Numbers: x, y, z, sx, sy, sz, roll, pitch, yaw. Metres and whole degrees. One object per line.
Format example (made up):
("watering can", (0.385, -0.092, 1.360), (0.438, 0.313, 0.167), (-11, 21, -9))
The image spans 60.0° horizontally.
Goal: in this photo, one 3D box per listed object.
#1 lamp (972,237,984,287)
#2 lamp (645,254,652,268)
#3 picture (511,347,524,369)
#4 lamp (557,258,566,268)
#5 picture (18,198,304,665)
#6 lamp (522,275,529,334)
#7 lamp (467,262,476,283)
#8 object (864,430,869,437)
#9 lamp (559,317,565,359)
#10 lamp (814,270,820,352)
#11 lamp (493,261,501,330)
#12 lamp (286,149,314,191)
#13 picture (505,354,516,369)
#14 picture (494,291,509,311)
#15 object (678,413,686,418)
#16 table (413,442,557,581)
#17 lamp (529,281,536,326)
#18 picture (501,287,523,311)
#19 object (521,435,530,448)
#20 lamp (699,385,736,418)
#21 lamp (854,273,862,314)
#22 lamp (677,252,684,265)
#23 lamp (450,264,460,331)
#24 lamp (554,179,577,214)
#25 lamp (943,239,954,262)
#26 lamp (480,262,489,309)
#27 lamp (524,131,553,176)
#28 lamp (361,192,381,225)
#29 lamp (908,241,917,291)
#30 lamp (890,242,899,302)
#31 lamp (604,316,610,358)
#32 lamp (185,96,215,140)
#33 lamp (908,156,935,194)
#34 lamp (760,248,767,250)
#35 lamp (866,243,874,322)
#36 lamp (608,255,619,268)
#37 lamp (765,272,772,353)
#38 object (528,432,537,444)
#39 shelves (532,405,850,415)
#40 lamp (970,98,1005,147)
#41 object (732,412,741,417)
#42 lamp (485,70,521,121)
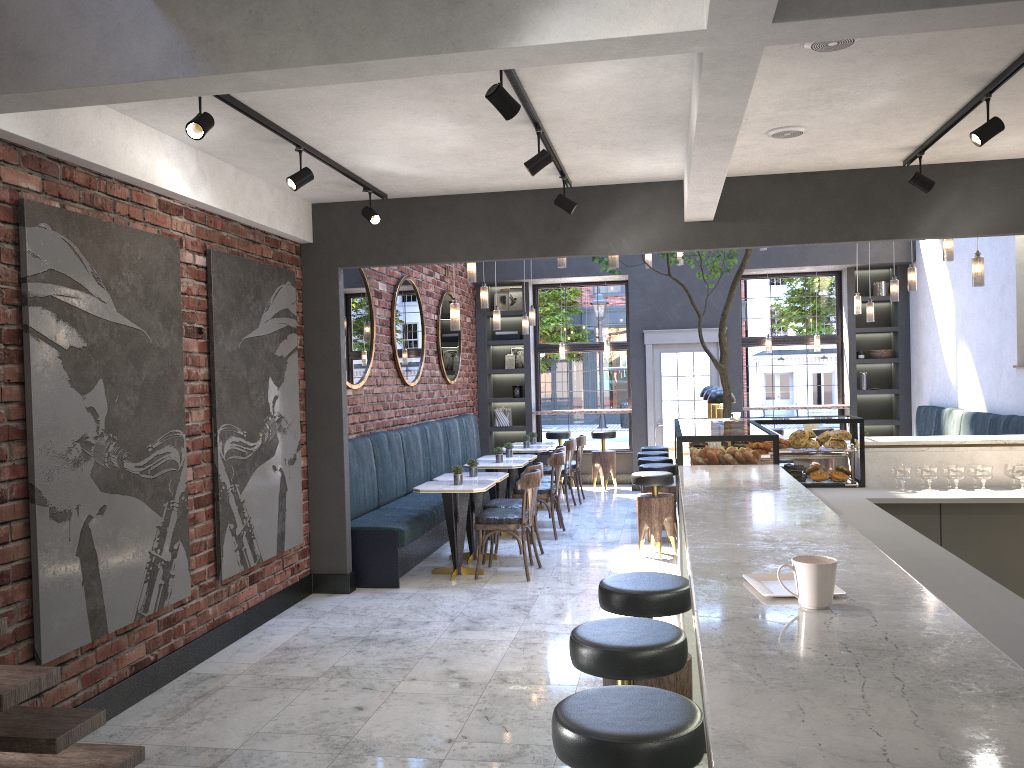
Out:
("lamp", (3.426, -2.780, 6.584), (0.078, 4.106, 0.078), (-2, 1, -5))
("lamp", (1.572, -3.434, 10.513), (0.078, 4.106, 0.078), (-2, 1, -5))
("picture", (0.103, -0.385, 13.311), (0.247, 0.326, 0.044), (-1, 1, 10))
("lamp", (0.394, -3.099, 7.935), (0.078, 4.106, 0.078), (-1, 1, 40))
("picture", (-1.846, 0.194, 5.232), (0.033, 2.028, 2.820), (-1, 1, 10))
("lamp", (0.113, -2.662, 10.842), (0.078, 4.106, 0.078), (-2, 1, -5))
("lamp", (-0.413, -2.963, 7.896), (0.078, 4.106, 0.078), (-2, 1, -5))
("object", (4.054, 0.606, 10.219), (0.118, 0.165, 0.122), (-2, 1, -12))
("lamp", (0.719, -1.079, 12.993), (0.078, 1.429, 0.078), (-1, 1, 40))
("lamp", (4.246, -1.169, 12.372), (0.078, 1.429, 0.078), (-1, 1, 40))
("lamp", (-0.219, -2.644, 9.702), (0.078, 4.106, 0.078), (-1, 1, 17))
("lamp", (-1.203, -1.210, 5.031), (0.157, 0.238, 0.087), (-2, 1, -41))
("picture", (-0.027, -0.332, 13.309), (0.161, 0.227, 0.049), (-1, 1, 10))
("picture", (-0.157, -1.228, 13.293), (0.230, 0.313, 0.061), (-1, 1, 10))
("object", (2.028, 0.392, 10.546), (0.176, 0.098, 0.204), (-1, 1, 15))
("table", (1.873, 1.132, 9.102), (4.599, 0.751, 4.829), (-1, 0, 10))
("lamp", (0.208, -2.803, 11.404), (0.078, 4.106, 0.078), (-2, 1, -5))
("picture", (0.011, -1.258, 13.298), (0.361, 0.369, 0.055), (-1, 1, 10))
("object", (0.174, 0.705, 10.902), (0.118, 0.165, 0.122), (-2, 1, -12))
("lamp", (0.826, -1.117, 5.735), (4.182, 3.257, 8.834), (-2, 1, -7))
("lamp", (4.157, -2.904, 10.760), (0.078, 4.106, 0.078), (-2, 1, -5))
("lamp", (2.053, -3.543, 11.064), (0.078, 4.106, 0.078), (-2, 1, -5))
("lamp", (-0.519, -2.491, 7.230), (0.078, 4.106, 0.078), (-2, 1, -5))
("lamp", (0.359, -1.260, 5.973), (0.157, 0.238, 0.087), (-1, 1, 4))
("lamp", (3.539, -3.064, 7.267), (0.078, 4.106, 0.078), (-2, 1, -5))
("lamp", (-0.336, -2.829, 9.065), (0.078, 4.106, 0.078), (-1, 1, 17))
("lamp", (0.141, -1.244, 4.798), (0.157, 0.238, 0.087), (-1, 1, 4))
("lamp", (-0.987, -1.224, 6.207), (0.087, 0.235, 0.157), (-2, 1, -39))
("lamp", (3.733, -2.933, 8.348), (0.078, 4.106, 0.078), (-2, 1, -28))
("lamp", (3.850, -2.894, 9.011), (0.078, 4.106, 0.078), (-2, 1, -28))
("lamp", (1.366, -1.095, 12.879), (0.078, 1.429, 0.078), (-2, 1, -28))
("lamp", (-1.389, -1.194, 3.946), (0.087, 0.235, 0.157), (-1, 1, 4))
("lamp", (2.579, -1.315, 5.582), (0.157, 0.235, 0.087), (-1, 1, 4))
("lamp", (2.883, -3.621, 10.334), (0.078, 4.106, 0.078), (-2, 1, -5))
("lamp", (4.046, -2.762, 10.108), (0.078, 4.106, 0.078), (-2, 1, -5))
("lamp", (0.751, -2.974, 6.996), (0.078, 4.106, 0.078), (-1, 1, 40))
("lamp", (3.599, -1.152, 12.486), (0.078, 1.429, 0.078), (-2, 1, -28))
("object", (0.275, 0.698, 11.475), (0.118, 0.165, 0.122), (-2, 1, -12))
("shelves", (2.493, 0.370, 12.719), (4.403, 0.043, 0.384), (-1, 0, 10))
("lamp", (2.360, -1.299, 4.407), (0.157, 0.235, 0.087), (-1, 1, 4))
("object", (2.629, 0.377, 10.473), (0.176, 0.097, 0.301), (-2, 1, 1))
("lamp", (-0.038, -1.231, 3.718), (0.157, 0.238, 0.087), (-2, 1, -41))
